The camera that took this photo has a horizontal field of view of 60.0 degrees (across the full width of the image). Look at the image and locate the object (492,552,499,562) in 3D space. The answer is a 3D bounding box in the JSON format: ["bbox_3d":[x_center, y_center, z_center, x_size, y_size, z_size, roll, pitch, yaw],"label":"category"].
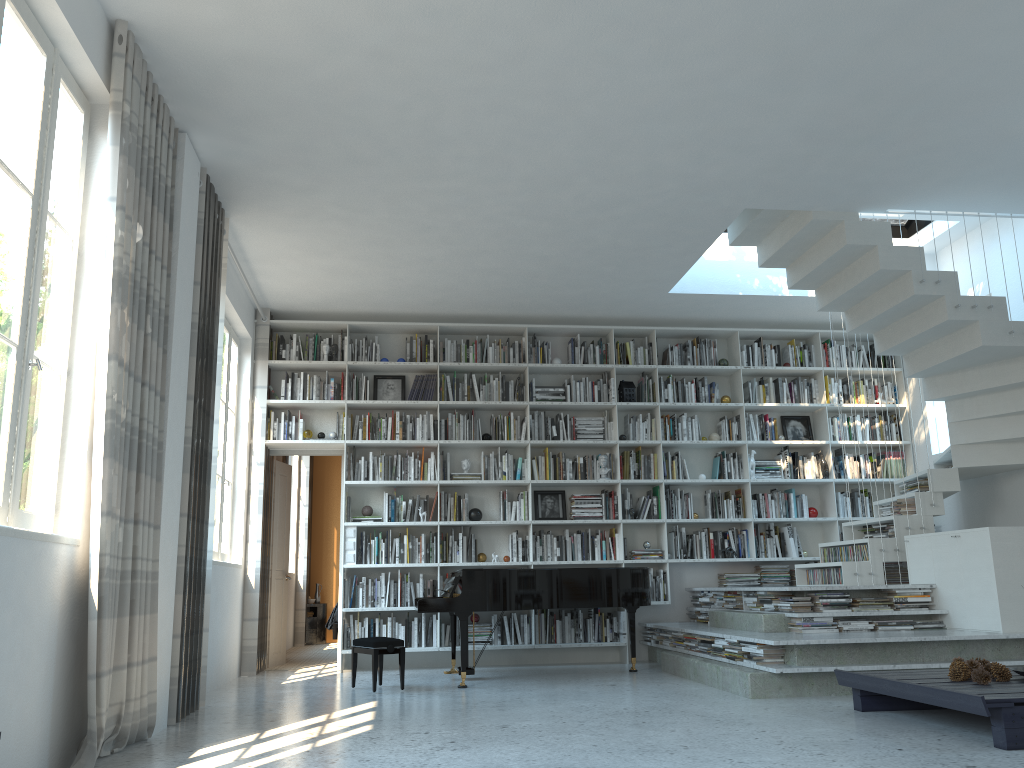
[{"bbox_3d":[-0.150,1.578,8.070,0.060,0.094,0.078,-3,-13,9],"label":"object"}]

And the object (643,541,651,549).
[{"bbox_3d":[1.254,1.498,8.241,0.071,0.072,0.071,-12,-17,40],"label":"object"}]

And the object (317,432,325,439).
[{"bbox_3d":[-1.756,0.479,8.168,0.071,0.072,0.071,6,-14,-29],"label":"object"}]

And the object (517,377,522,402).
[{"bbox_3d":[0.077,0.057,8.367,0.075,0.254,0.075,5,-14,-28],"label":"object"}]

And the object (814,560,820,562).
[{"bbox_3d":[2.997,1.694,8.490,0.130,0.015,0.210,1,-13,-8],"label":"object"}]

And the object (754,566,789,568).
[{"bbox_3d":[2.472,1.746,8.456,0.285,0.005,0.160,1,-13,-7],"label":"object"}]

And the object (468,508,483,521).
[{"bbox_3d":[-0.339,1.212,8.184,0.134,0.135,0.134,-12,-17,40],"label":"object"}]

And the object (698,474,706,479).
[{"bbox_3d":[1.823,0.897,8.497,0.071,0.072,0.071,-12,-17,40],"label":"object"}]

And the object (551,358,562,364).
[{"bbox_3d":[0.430,-0.202,8.571,0.105,0.105,0.105,6,-14,-29],"label":"object"}]

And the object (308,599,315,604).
[{"bbox_3d":[-2.680,2.899,11.823,0.118,0.061,0.118,-1,-13,0],"label":"object"}]

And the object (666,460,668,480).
[{"bbox_3d":[1.471,0.840,8.519,0.013,0.207,0.140,0,-13,-7],"label":"object"}]

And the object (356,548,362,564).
[{"bbox_3d":[-1.356,1.529,7.860,0.045,0.146,0.045,-8,-14,30],"label":"object"}]

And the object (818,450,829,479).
[{"bbox_3d":[3.016,0.785,8.578,0.087,0.287,0.075,-8,-14,27],"label":"object"}]

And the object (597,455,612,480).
[{"bbox_3d":[0.859,0.787,8.310,0.137,0.243,0.138,10,-17,-41],"label":"object"}]

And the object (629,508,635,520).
[{"bbox_3d":[1.113,1.205,8.225,0.054,0.113,0.079,1,-13,-8],"label":"object"}]

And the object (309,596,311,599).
[{"bbox_3d":[-2.757,2.903,11.931,0.106,0.103,0.106,-1,-13,0],"label":"object"}]

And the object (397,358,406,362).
[{"bbox_3d":[-1.047,-0.203,8.392,0.082,0.083,0.083,6,-14,-29],"label":"object"}]

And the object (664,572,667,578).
[{"bbox_3d":[1.414,1.874,8.199,0.011,0.259,0.142,0,-13,-7],"label":"object"}]

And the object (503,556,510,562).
[{"bbox_3d":[-0.049,1.600,8.103,0.061,0.062,0.061,-12,-17,40],"label":"object"}]

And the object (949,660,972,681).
[{"bbox_3d":[2.207,1.417,4.376,0.110,0.101,0.114,5,-14,-24],"label":"object"}]

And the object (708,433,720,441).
[{"bbox_3d":[1.971,0.532,8.644,0.112,0.112,0.112,6,-14,-29],"label":"object"}]

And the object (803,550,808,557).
[{"bbox_3d":[2.801,1.632,8.508,0.071,0.072,0.071,-12,-17,40],"label":"object"}]

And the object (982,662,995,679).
[{"bbox_3d":[2.370,1.420,4.394,0.106,0.086,0.091,-3,-13,6],"label":"object"}]

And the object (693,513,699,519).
[{"bbox_3d":[1.740,1.263,8.442,0.071,0.072,0.071,-12,-17,40],"label":"object"}]

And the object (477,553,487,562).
[{"bbox_3d":[-0.277,1.592,8.119,0.091,0.091,0.091,6,-14,-29],"label":"object"}]

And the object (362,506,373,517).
[{"bbox_3d":[-1.316,1.160,8.070,0.105,0.106,0.105,6,-14,-29],"label":"object"}]

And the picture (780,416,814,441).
[{"bbox_3d":[2.842,0.461,8.834,0.300,0.299,0.077,0,-12,-7],"label":"picture"}]

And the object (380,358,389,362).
[{"bbox_3d":[-1.203,-0.205,8.372,0.082,0.083,0.083,6,-14,-29],"label":"object"}]

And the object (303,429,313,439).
[{"bbox_3d":[-1.865,0.459,8.108,0.087,0.087,0.087,-12,-17,40],"label":"object"}]

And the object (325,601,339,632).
[{"bbox_3d":[-1.555,2.795,11.117,1.481,0.539,1.454,1,-13,-8],"label":"object"}]

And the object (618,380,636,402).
[{"bbox_3d":[1.111,0.085,8.563,0.135,0.247,0.136,3,-13,-17],"label":"object"}]

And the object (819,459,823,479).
[{"bbox_3d":[3.001,0.851,8.705,0.022,0.211,0.179,0,-13,-7],"label":"object"}]

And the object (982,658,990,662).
[{"bbox_3d":[2.412,1.444,4.502,0.086,0.100,0.078,7,-15,-32],"label":"object"}]

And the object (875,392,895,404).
[{"bbox_3d":[3.701,0.149,8.820,0.203,0.136,0.095,-3,-13,8],"label":"object"}]

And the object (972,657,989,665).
[{"bbox_3d":[2.364,1.427,4.462,0.097,0.102,0.099,8,-16,-36],"label":"object"}]

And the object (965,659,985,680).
[{"bbox_3d":[2.280,1.411,4.381,0.108,0.108,0.094,9,-16,-39],"label":"object"}]

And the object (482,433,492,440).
[{"bbox_3d":[-0.240,0.511,8.331,0.097,0.098,0.097,-12,-17,40],"label":"object"}]

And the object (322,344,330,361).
[{"bbox_3d":[-1.724,-0.278,8.207,0.067,0.197,0.068,-10,-15,34],"label":"object"}]

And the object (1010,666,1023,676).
[{"bbox_3d":[2.642,1.394,4.267,0.430,0.038,0.430,-9,-15,32],"label":"object"}]

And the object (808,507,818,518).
[{"bbox_3d":[2.900,1.251,8.581,0.115,0.116,0.115,6,-14,-29],"label":"object"}]

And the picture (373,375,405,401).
[{"bbox_3d":[-1.162,0.059,8.405,0.300,0.299,0.077,0,-12,-7],"label":"picture"}]

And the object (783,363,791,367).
[{"bbox_3d":[2.730,-0.177,8.806,0.071,0.072,0.071,-12,-17,40],"label":"object"}]

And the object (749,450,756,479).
[{"bbox_3d":[2.293,0.774,8.468,0.087,0.287,0.075,-8,-14,27],"label":"object"}]

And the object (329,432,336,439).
[{"bbox_3d":[-1.649,0.475,8.162,0.071,0.072,0.071,6,-14,-29],"label":"object"}]

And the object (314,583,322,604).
[{"bbox_3d":[-2.618,2.821,11.951,0.091,0.267,0.091,-11,-16,37],"label":"object"}]

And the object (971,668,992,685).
[{"bbox_3d":[2.206,1.374,4.164,0.081,0.083,0.099,-1,-13,-2],"label":"object"}]

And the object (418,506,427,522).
[{"bbox_3d":[-0.808,1.175,7.988,0.082,0.139,0.044,4,-13,-23],"label":"object"}]

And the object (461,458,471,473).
[{"bbox_3d":[-0.432,0.765,8.292,0.095,0.156,0.121,-3,-13,6],"label":"object"}]

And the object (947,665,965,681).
[{"bbox_3d":[2.162,1.412,4.315,0.082,0.084,0.083,-3,-13,7],"label":"object"}]

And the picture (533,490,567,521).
[{"bbox_3d":[0.360,1.152,8.361,0.300,0.299,0.077,0,-12,-7],"label":"picture"}]

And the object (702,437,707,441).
[{"bbox_3d":[1.860,0.546,8.602,0.068,0.068,0.068,6,-14,-29],"label":"object"}]

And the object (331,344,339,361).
[{"bbox_3d":[-1.643,-0.278,8.217,0.067,0.197,0.068,-10,-15,34],"label":"object"}]

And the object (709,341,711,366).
[{"bbox_3d":[1.953,-0.272,8.830,0.006,0.297,0.130,0,-12,-7],"label":"object"}]

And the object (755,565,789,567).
[{"bbox_3d":[2.473,1.733,8.446,0.285,0.005,0.160,-1,-13,-2],"label":"object"}]

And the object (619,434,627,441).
[{"bbox_3d":[1.053,0.516,8.431,0.071,0.072,0.071,-12,-17,40],"label":"object"}]

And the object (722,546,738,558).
[{"bbox_3d":[2.030,1.569,8.254,0.160,0.113,0.065,3,-13,-19],"label":"object"}]

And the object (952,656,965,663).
[{"bbox_3d":[2.248,1.419,4.451,0.090,0.105,0.097,-4,-13,13],"label":"object"}]

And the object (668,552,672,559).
[{"bbox_3d":[1.469,1.616,8.324,0.071,0.072,0.071,-12,-17,40],"label":"object"}]

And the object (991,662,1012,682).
[{"bbox_3d":[2.365,1.396,4.288,0.083,0.099,0.092,-1,-13,-2],"label":"object"}]
